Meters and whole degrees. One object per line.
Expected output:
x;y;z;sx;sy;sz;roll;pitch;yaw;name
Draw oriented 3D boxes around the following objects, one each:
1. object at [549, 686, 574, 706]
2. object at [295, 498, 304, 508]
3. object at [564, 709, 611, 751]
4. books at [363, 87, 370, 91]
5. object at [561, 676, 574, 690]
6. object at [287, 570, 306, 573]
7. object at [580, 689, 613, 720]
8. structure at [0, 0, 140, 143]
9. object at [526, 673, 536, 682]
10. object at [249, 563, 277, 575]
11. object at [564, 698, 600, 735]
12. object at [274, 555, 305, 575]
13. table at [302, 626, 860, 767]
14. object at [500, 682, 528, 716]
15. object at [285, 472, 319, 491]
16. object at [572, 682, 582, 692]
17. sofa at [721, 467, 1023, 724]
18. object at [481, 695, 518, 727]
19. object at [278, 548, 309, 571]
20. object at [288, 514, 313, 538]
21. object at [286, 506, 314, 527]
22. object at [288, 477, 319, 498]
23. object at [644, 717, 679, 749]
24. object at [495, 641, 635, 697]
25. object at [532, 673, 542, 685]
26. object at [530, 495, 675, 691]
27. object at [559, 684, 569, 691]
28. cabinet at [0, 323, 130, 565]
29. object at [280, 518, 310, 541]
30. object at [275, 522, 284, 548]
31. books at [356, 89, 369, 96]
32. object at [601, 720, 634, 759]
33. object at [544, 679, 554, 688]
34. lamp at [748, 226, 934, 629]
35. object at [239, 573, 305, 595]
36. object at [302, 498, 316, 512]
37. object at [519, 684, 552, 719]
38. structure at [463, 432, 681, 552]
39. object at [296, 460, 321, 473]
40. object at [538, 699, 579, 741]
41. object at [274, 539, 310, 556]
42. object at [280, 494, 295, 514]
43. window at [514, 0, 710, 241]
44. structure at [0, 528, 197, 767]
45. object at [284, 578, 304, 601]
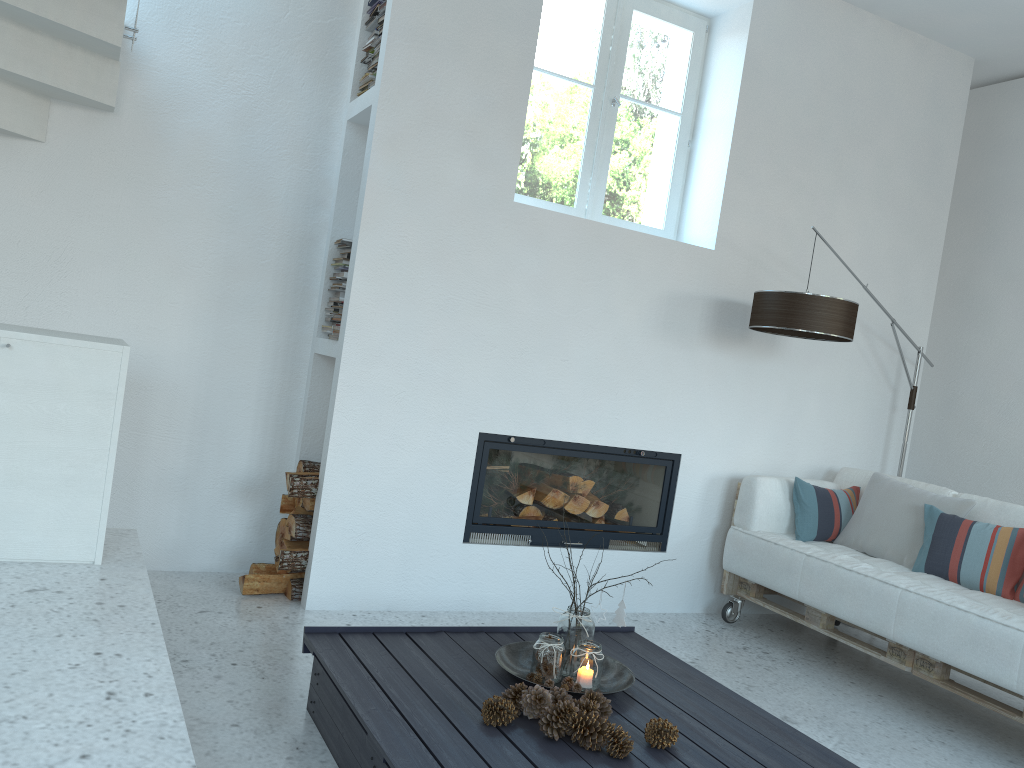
0.126;0.869;2.399;0.091;0.086;0.105;8;2;-12;object
-0.806;0.548;3.997;0.328;0.152;0.133;8;2;-29;object
0.196;0.881;2.252;0.114;0.101;0.110;7;2;-44;object
-0.536;-1.272;3.964;0.264;0.012;0.143;8;2;-28;books
0.165;0.877;2.602;0.039;0.043;0.038;10;2;34;object
-0.799;0.771;3.888;0.395;0.107;0.148;7;2;-36;object
0.229;0.884;2.431;0.092;0.100;0.083;8;2;-21;object
-1.875;-1.224;2.056;1.955;3.383;2.611;8;2;-27;structure
0.056;0.866;2.624;0.029;0.030;0.025;8;2;-6;object
-0.958;0.863;4.024;0.447;0.098;0.116;8;2;-31;object
0.171;0.870;2.319;0.107;0.108;0.094;10;2;31;object
-0.821;0.751;3.863;0.446;0.207;0.084;8;2;-31;object
0.162;1.002;2.519;1.258;0.218;1.268;8;2;-27;table
0.010;0.851;2.402;0.086;0.101;0.078;10;2;38;object
-0.801;0.442;3.978;0.418;0.101;0.110;8;2;-24;object
0.190;0.885;2.584;0.030;0.035;0.035;8;2;-3;object
1.911;0.907;3.695;0.872;0.854;2.192;8;2;-26;sofa
-0.031;0.854;2.316;0.098;0.084;0.078;8;2;-26;object
-0.785;0.751;3.787;0.442;0.094;0.096;8;2;-30;object
-0.771;0.626;3.874;0.393;0.092;0.129;8;2;-31;object
-0.827;0.654;3.957;0.406;0.225;0.067;7;2;-34;object
-0.742;0.449;3.780;0.442;0.094;0.096;8;2;-30;object
0.397;0.915;2.323;0.098;0.083;0.080;8;2;-21;object
0.158;0.875;2.698;0.429;0.038;0.429;9;1;14;object
0.075;0.867;2.604;0.031;0.035;0.031;8;2;-26;object
0.265;0.644;2.736;0.435;0.522;0.309;9;2;4;object
0.151;0.883;2.573;0.030;0.027;0.026;10;2;30;object
-1.742;0.136;2.671;0.993;0.668;0.551;8;2;-27;cabinet
-0.851;0.666;4.018;0.397;0.109;0.132;7;2;-42;object
-0.851;0.712;4.061;0.440;0.148;0.128;8;2;-27;object
-0.536;-1.263;3.962;0.290;0.007;0.130;8;2;-32;books
0.266;0.901;2.230;0.082;0.085;0.082;8;2;-12;object
0.109;0.873;2.576;0.030;0.035;0.035;8;2;-28;object
1.682;0.297;4.516;1.560;1.966;0.470;7;3;-41;lamp
-0.890;0.856;3.903;0.642;0.108;0.134;7;2;-38;object
-0.698;0.519;3.905;0.434;0.103;0.141;8;2;-30;object
0.066;0.852;2.370;0.097;0.102;0.099;10;2;34;object
0.182;0.541;4.488;1.211;0.584;0.734;8;2;-30;structure
-0.810;0.431;4.060;0.332;0.140;0.140;8;2;-26;object
0.117;0.855;2.265;0.097;0.106;0.090;8;2;-5;object
-0.837;0.751;4.015;0.440;0.109;0.168;7;2;-38;object
-0.867;0.560;4.061;0.406;0.086;0.087;8;2;-29;object
0.460;-1.363;4.376;1.118;1.227;0.072;8;2;-27;window
-2.405;0.416;1.826;3.114;0.659;2.896;8;2;-26;structure
-0.790;0.895;3.897;0.408;0.097;0.138;8;2;-33;object
